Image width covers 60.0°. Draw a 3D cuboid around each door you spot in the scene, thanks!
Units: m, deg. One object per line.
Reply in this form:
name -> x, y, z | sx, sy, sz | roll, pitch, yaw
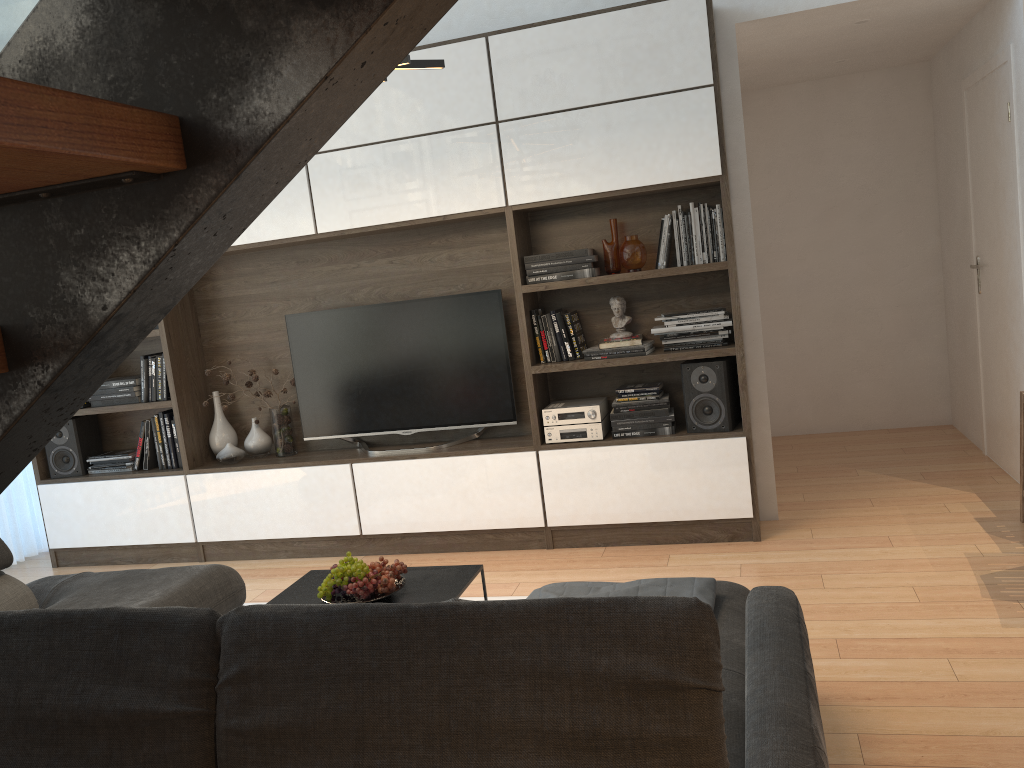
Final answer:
door -> 2.520, -0.565, 4.613 | 0.085, 2.136, 0.974 | -5, 7, 15

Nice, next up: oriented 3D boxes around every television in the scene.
television -> -0.590, -0.045, 4.690 | 1.220, 0.779, 0.229 | -5, 7, 15

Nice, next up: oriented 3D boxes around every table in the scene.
table -> -0.510, 0.901, 3.020 | 0.700, 0.323, 0.700 | -5, 7, 15

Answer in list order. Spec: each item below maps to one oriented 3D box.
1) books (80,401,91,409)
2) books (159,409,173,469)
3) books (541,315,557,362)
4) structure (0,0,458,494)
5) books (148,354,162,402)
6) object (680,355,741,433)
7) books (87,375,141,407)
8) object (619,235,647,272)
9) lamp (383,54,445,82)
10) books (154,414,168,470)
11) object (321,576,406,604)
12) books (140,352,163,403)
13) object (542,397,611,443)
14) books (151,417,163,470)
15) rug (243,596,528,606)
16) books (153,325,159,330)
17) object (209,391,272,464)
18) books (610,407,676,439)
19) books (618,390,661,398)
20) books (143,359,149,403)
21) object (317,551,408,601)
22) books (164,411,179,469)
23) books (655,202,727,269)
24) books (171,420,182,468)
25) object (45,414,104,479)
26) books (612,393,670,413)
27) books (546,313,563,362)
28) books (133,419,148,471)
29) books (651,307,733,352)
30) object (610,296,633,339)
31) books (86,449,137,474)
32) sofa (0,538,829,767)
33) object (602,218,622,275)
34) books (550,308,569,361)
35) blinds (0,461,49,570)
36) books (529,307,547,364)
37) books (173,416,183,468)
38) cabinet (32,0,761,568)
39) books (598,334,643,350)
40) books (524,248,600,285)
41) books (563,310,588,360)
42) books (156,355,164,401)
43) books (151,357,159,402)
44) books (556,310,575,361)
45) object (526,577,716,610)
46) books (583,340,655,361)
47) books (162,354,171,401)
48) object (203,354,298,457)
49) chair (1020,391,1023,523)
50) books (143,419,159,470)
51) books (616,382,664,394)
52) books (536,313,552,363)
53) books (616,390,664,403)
books -> -2.451, 0.006, 5.094 | 0.083, 0.249, 0.191 | -5, 7, 15
books -> -1.913, 0.301, 5.080 | 0.026, 0.326, 0.237 | -5, 7, 15
books -> 0.203, -0.234, 4.435 | 0.049, 0.236, 0.170 | -5, 7, 16
structure -> -0.081, -0.139, 0.231 | 5.660, 3.460, 1.289 | -5, 7, 15
books -> -1.973, -0.041, 4.979 | 0.075, 0.254, 0.192 | -5, 7, 15
object -> 0.953, 0.045, 4.250 | 0.214, 0.331, 0.244 | -4, 8, 25
books -> -2.222, 0.034, 5.100 | 0.343, 0.137, 0.277 | -5, 7, 15
object -> 0.576, -0.621, 4.229 | 0.130, 0.171, 0.130 | -12, 9, -35
lamp -> -0.927, -2.671, 2.551 | 0.831, 3.645, 1.200 | -4, 8, 25
books -> -1.944, 0.310, 5.087 | 0.034, 0.314, 0.237 | -5, 7, 15
object -> -0.513, 0.718, 3.069 | 0.295, 0.026, 0.295 | -6, 7, 9
books -> -2.017, -0.040, 4.993 | 0.066, 0.260, 0.197 | -5, 7, 15
object -> 0.324, 0.182, 4.426 | 0.285, 0.174, 0.270 | -5, 7, 15
books -> -1.975, 0.322, 5.091 | 0.028, 0.301, 0.213 | -5, 7, 15
rug -> -0.328, 1.046, 3.109 | 2.496, 0.013, 1.606 | -5, 7, 15
books -> -1.931, -0.479, 5.020 | 0.128, 0.321, 0.259 | -5, 7, 15
object -> -1.554, 0.229, 5.010 | 0.313, 0.397, 0.313 | -12, 8, -32
books -> 0.647, 0.177, 4.360 | 0.307, 0.123, 0.248 | -6, 7, 11
books -> 0.629, 0.041, 4.373 | 0.198, 0.015, 0.142 | -5, 7, 14
books -> -2.002, -0.028, 4.962 | 0.069, 0.242, 0.172 | -5, 7, 16
object -> -0.514, 0.647, 3.066 | 0.279, 0.173, 0.256 | -5, 7, 13
books -> -1.883, 0.304, 5.073 | 0.034, 0.315, 0.239 | -5, 7, 15
books -> 0.840, -0.708, 4.205 | 0.332, 0.287, 0.201 | -5, 7, 15
books -> -1.851, 0.322, 5.060 | 0.028, 0.272, 0.200 | -5, 7, 15
object -> -2.591, 0.362, 5.235 | 0.214, 0.331, 0.244 | -6, 7, 6
books -> 0.636, 0.093, 4.370 | 0.277, 0.042, 0.224 | -6, 7, 11
books -> 0.222, -0.238, 4.422 | 0.050, 0.242, 0.169 | -5, 7, 15
books -> -2.083, 0.336, 5.138 | 0.142, 0.284, 0.232 | -5, 7, 15
books -> 0.866, -0.263, 4.248 | 0.374, 0.176, 0.224 | -5, 7, 15
object -> 0.531, -0.334, 4.386 | 0.116, 0.207, 0.117 | -12, 8, -33
books -> -2.299, 0.452, 5.173 | 0.325, 0.099, 0.204 | -5, 7, 15
sofa -> -0.867, 0.712, 2.357 | 3.169, 0.995, 2.108 | -5, 7, 16
object -> 0.483, -0.671, 4.335 | 0.082, 0.265, 0.081 | -2, 9, 37
books -> 0.251, -0.248, 4.424 | 0.066, 0.255, 0.193 | -5, 7, 15
blinds -> -3.472, -1.605, 4.731 | 0.218, 5.581, 1.163 | -5, 7, 13
books -> 0.149, -0.247, 4.458 | 0.053, 0.268, 0.202 | -5, 7, 15
books -> -1.813, 0.307, 5.050 | 0.051, 0.297, 0.230 | -5, 7, 15
cabinet -> -0.886, -0.339, 4.676 | 4.036, 2.494, 0.338 | -5, 7, 15
books -> 0.534, -0.208, 4.342 | 0.209, 0.030, 0.266 | -6, 7, 9
books -> 0.252, -0.581, 4.367 | 0.343, 0.137, 0.277 | -6, 7, 11
books -> 0.320, -0.247, 4.431 | 0.077, 0.233, 0.179 | -5, 7, 15
books -> -1.911, -0.044, 4.960 | 0.084, 0.249, 0.191 | -5, 7, 15
books -> -1.950, -0.036, 4.960 | 0.071, 0.243, 0.179 | -5, 7, 14
books -> 0.279, -0.243, 4.409 | 0.066, 0.242, 0.177 | -5, 7, 15
object -> 0.217, 0.773, 2.432 | 0.685, 0.369, 0.548 | -4, 8, 23
books -> 0.523, -0.165, 4.322 | 0.310, 0.047, 0.250 | -4, 8, 21
books -> -1.879, -0.052, 4.952 | 0.066, 0.260, 0.197 | -5, 7, 15
object -> -1.418, 0.127, 4.880 | 0.542, 0.598, 0.317 | -13, 9, -38
chair -> 2.362, 0.341, 3.696 | 0.350, 0.600, 0.450 | -5, 7, 15
books -> -2.038, 0.331, 5.107 | 0.100, 0.289, 0.210 | -5, 7, 14
books -> 0.633, 0.019, 4.385 | 0.213, 0.023, 0.161 | -5, 7, 19
books -> 0.181, -0.233, 4.448 | 0.053, 0.240, 0.189 | -5, 7, 16
books -> 0.632, 0.060, 4.373 | 0.213, 0.023, 0.161 | -5, 7, 19
